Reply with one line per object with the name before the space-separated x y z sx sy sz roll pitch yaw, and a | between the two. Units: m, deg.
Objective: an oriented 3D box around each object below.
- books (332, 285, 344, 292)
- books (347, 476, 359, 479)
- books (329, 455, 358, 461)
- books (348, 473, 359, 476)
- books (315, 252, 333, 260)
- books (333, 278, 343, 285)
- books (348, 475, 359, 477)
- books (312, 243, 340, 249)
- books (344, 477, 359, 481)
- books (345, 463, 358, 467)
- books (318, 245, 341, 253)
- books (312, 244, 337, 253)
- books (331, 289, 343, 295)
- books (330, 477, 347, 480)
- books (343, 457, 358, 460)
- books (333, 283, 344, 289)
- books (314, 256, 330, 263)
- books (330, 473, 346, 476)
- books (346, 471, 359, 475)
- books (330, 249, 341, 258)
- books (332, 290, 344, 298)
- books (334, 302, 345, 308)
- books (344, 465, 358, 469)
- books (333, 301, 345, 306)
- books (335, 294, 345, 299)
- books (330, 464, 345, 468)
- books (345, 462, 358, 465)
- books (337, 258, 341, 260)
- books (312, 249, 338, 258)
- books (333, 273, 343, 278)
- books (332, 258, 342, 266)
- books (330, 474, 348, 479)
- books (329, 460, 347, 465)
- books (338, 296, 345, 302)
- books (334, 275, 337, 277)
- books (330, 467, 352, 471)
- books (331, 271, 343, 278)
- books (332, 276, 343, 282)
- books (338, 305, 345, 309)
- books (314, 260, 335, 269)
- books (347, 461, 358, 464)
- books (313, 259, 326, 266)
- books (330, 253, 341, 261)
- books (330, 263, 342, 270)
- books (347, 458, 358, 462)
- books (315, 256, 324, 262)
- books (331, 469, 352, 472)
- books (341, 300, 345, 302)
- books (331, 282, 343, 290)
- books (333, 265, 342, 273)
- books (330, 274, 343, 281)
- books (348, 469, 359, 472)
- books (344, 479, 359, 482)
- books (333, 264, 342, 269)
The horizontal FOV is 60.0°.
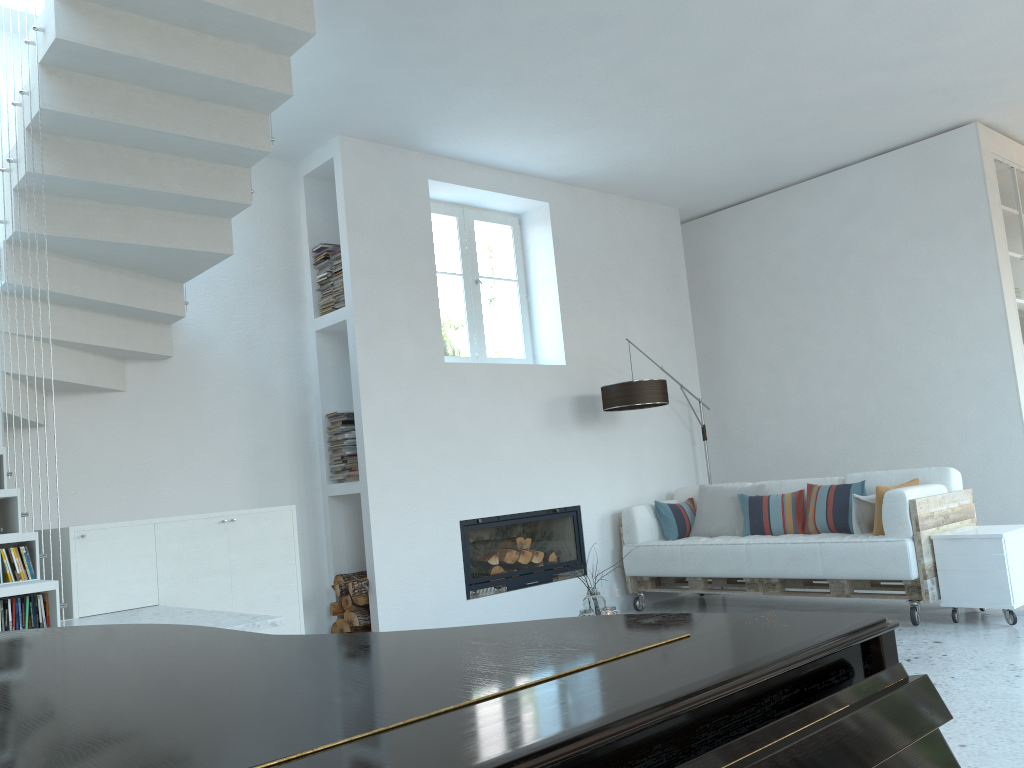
books | -0.983 -0.590 5.547 0.234 0.016 0.147 0 -8 -41
books | -0.885 0.564 5.426 0.201 0.010 0.155 0 -8 -39
books | -0.992 0.464 5.610 0.282 0.016 0.162 -1 -8 -38
books | -0.875 0.546 5.415 0.215 0.007 0.131 0 -9 -42
books | -1.112 -0.818 5.744 0.281 0.014 0.170 -1 -8 -37
books | -0.984 -0.635 5.548 0.232 0.017 0.135 0 -8 -40
books | -0.881 0.554 5.421 0.209 0.007 0.131 -1 -8 -37
books | -1.135 -0.883 5.757 0.283 0.008 0.140 -1 -8 -37
books | -0.887 0.574 5.428 0.224 0.010 0.162 1 -9 -45
books | -0.888 0.489 5.428 0.225 0.011 0.142 0 -8 -40
books | -1.124 -0.856 5.745 0.199 0.016 0.183 1 -9 -44
books | -1.137 -0.870 5.758 0.288 0.017 0.136 -1 -8 -38
books | -0.981 -0.565 5.545 0.257 0.006 0.136 -1 -8 -38
books | -0.991 0.588 5.611 0.293 0.008 0.132 0 -8 -39
books | -0.892 0.450 5.432 0.252 0.006 0.141 0 -8 -40
books | -0.981 -0.602 5.545 0.241 0.007 0.133 0 -8 -40
books | -1.114 -0.794 5.746 0.289 0.006 0.164 -1 -8 -38
books | -0.979 0.565 5.597 0.291 0.007 0.174 1 -9 -45
books | -0.887 0.537 5.427 0.211 0.016 0.154 0 -8 -40
books | -0.998 -0.808 5.575 0.255 0.024 0.139 1 -9 -45
books | -0.982 -0.556 5.547 0.249 0.013 0.151 1 -9 -44
books | -0.975 -0.488 5.543 0.225 0.011 0.142 1 -9 -45
books | -0.892 0.501 5.432 0.219 0.013 0.157 1 -9 -44
books | -0.984 -0.500 5.549 0.164 0.008 0.208 -11 -9 42
books | -0.976 -0.544 5.540 0.207 0.013 0.140 0 -9 -43
books | -0.986 0.508 5.605 0.282 0.010 0.169 0 -8 -39
books | -0.878 0.479 5.417 0.264 0.005 0.115 0 -9 -43
books | -0.995 -0.774 5.571 0.138 0.025 0.168 -11 -9 42
books | -1.115 -0.833 5.746 0.299 0.006 0.193 0 -9 -42
books | -0.984 -0.665 5.547 0.254 0.006 0.128 0 -8 -41
books | -0.986 -0.752 5.561 0.113 0.024 0.259 -12 -9 43
books | -0.982 0.576 5.601 0.157 0.013 0.290 -12 -9 43
books | -0.995 0.491 5.614 0.285 0.012 0.159 0 -9 -43
books | -0.972 -0.531 5.536 0.192 0.016 0.121 -1 -8 -37
books | -0.990 -0.673 5.555 0.132 0.012 0.202 -11 -9 42
books | -0.984 0.531 5.603 0.285 0.012 0.159 -1 -8 -37
books | -0.998 -0.683 5.564 0.218 0.012 0.159 0 -8 -39
books | -0.988 -0.648 5.552 0.236 0.009 0.129 -1 -8 -37
books | -0.968 -0.471 5.536 0.197 0.025 0.125 -1 -8 -38
books | -1.107 -0.763 5.739 0.294 0.013 0.184 0 -8 -40
books | -0.894 0.475 5.435 0.180 0.010 0.153 -1 -8 -38
books | -1.131 -0.777 5.765 0.300 0.007 0.127 0 -9 -42
books | -0.997 -0.791 5.574 0.246 0.009 0.145 0 -8 -40
books | -1.000 -0.733 5.577 0.237 0.008 0.170 1 -9 -44
books | -0.895 0.462 5.436 0.174 0.017 0.153 -1 -8 -38
books | -1.128 -0.803 5.762 0.273 0.009 0.129 0 -8 -39
books | -0.983 0.540 5.602 0.285 0.006 0.159 -1 -8 -37
books | -0.967 -0.516 5.531 0.159 0.015 0.119 0 -8 -39
books | -0.994 -0.609 5.559 0.237 0.014 0.158 -1 -8 -37
books | -0.994 -0.714 5.558 0.214 0.020 0.141 0 -8 -40
books | -0.987 -0.657 5.551 0.260 0.009 0.140 0 -9 -43
books | -0.879 0.523 5.419 0.207 0.009 0.122 -1 -8 -38
books | -0.883 0.584 5.423 0.232 0.011 0.159 0 -8 -41
books | -0.989 -0.727 5.565 0.231 0.008 0.135 1 -9 -45
